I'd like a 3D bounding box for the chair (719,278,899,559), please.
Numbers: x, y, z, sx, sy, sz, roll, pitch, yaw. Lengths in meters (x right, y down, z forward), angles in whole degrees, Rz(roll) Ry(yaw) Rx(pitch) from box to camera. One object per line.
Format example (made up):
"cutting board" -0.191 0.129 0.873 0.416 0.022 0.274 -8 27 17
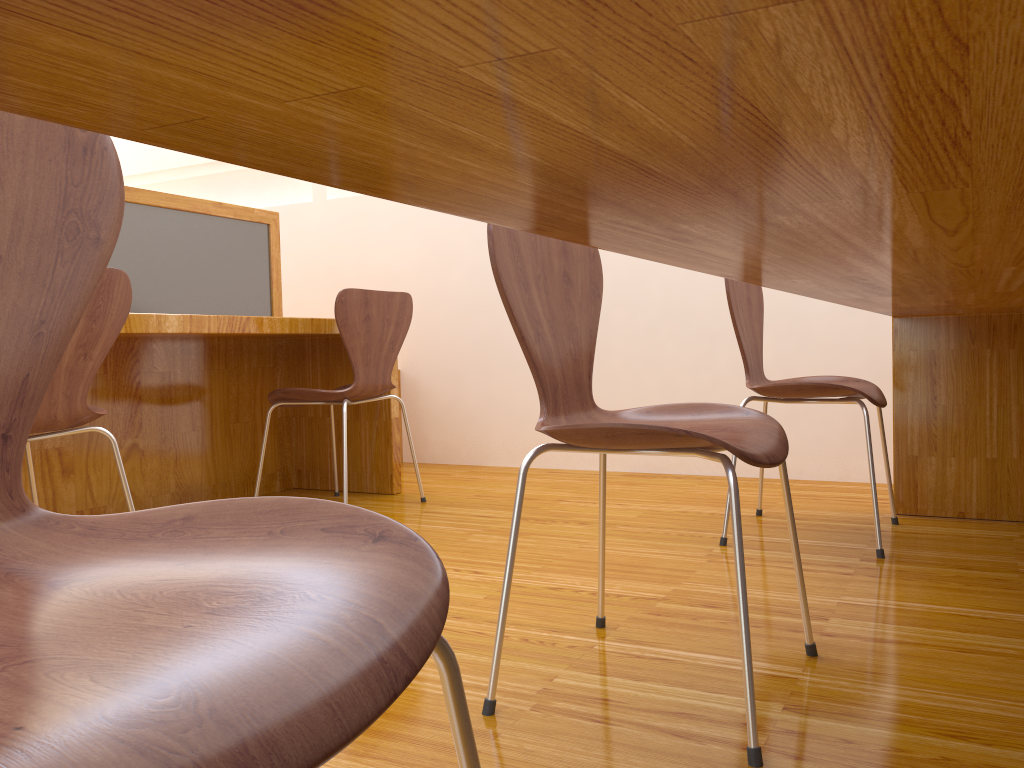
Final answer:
"chair" 0.765 0.044 2.271 0.381 0.693 0.428 0 3 28

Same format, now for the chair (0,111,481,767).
"chair" -0.237 0.144 0.439 0.381 0.693 0.428 0 3 28

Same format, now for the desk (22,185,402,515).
"desk" -1.698 -0.048 1.965 1.248 1.022 3.216 0 3 28

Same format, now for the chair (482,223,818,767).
"chair" 0.213 0.098 1.298 0.381 0.693 0.428 0 3 28

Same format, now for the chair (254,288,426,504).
"chair" -0.553 0.060 2.811 0.381 0.693 0.428 0 3 28

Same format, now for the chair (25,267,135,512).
"chair" -1.037 0.113 1.803 0.381 0.693 0.428 0 3 28

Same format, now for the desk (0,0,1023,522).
"desk" 1.046 0.224 0.801 1.527 0.785 3.243 0 3 28
